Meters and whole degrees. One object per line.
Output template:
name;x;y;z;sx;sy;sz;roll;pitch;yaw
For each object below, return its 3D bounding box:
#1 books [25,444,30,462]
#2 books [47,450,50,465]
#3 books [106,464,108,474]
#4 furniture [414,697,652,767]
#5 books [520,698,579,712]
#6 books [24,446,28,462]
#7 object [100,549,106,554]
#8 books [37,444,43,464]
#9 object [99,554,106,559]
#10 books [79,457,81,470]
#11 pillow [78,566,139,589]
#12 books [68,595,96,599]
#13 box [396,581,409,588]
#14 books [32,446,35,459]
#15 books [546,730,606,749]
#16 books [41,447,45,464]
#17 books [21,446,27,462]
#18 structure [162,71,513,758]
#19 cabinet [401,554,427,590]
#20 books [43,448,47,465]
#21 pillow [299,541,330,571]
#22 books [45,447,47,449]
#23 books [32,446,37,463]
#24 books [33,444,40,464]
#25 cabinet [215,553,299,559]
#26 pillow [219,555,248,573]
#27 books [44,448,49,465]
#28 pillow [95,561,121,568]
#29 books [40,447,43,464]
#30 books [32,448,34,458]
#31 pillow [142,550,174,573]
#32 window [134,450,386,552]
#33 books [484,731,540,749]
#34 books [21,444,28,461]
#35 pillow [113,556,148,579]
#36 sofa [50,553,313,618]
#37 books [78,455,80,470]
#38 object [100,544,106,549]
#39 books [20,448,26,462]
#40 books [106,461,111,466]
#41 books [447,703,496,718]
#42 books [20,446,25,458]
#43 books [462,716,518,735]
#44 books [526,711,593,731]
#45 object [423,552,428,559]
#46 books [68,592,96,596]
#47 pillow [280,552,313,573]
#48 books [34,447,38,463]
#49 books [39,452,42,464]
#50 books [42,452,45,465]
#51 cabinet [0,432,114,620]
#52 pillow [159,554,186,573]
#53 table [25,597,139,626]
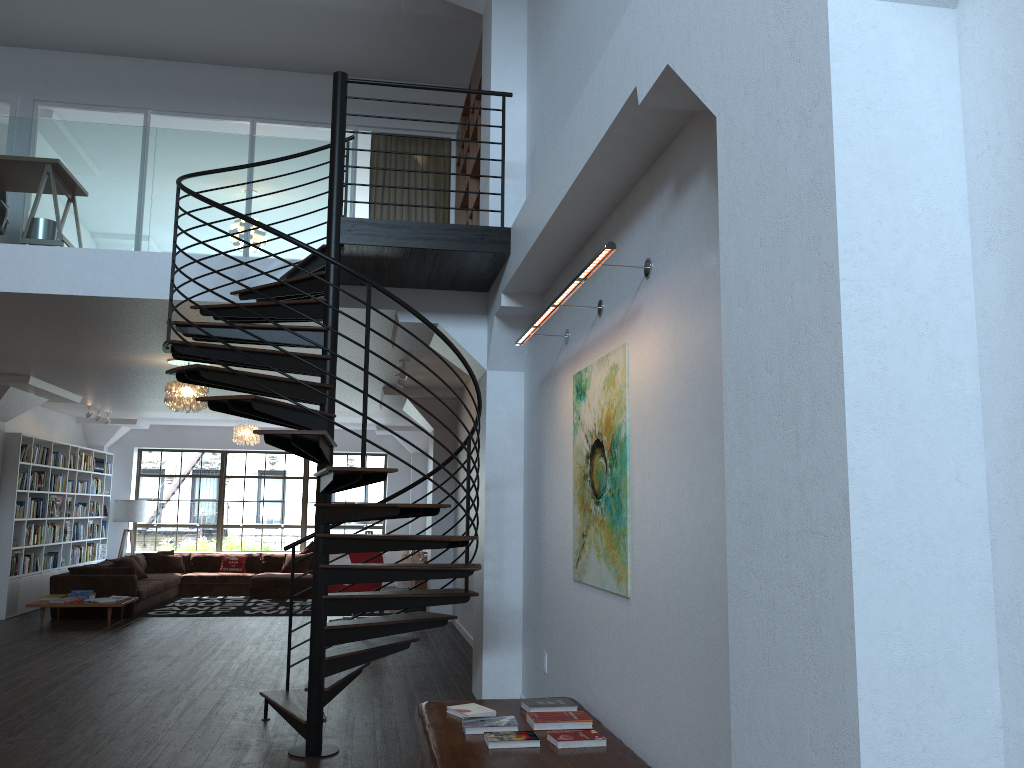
books;-6.683;0.946;12.083;0.170;0.251;0.118;2;-8;-9
books;-6.821;1.068;12.870;0.167;0.233;0.077;2;-8;-9
books;-7.322;1.518;15.876;0.134;0.184;0.030;2;-8;-9
furniture;0.059;1.811;4.004;0.907;0.453;1.819;2;-8;-9
books;0.189;1.641;4.517;0.254;0.044;0.183;3;-8;-15
books;-6.664;0.951;12.009;0.161;0.222;0.084;2;-8;-9
object;-7.388;2.961;15.657;0.331;0.088;0.410;2;-8;-9
books;-6.763;0.991;12.520;0.197;0.290;0.136;2;-8;-9
object;-7.388;3.049;15.645;0.331;0.088;0.410;2;-8;-9
books;-7.057;1.287;14.324;0.144;0.207;0.048;2;-8;-9
pillow;-5.479;2.656;12.056;0.750;0.364;0.289;2;-8;-10
books;-5.578;2.765;11.506;0.312;0.037;0.216;3;-9;-19
box;-2.079;3.772;16.823;0.228;0.165;0.368;2;-8;-9
books;-6.717;0.978;12.277;0.159;0.248;0.089;2;-8;-9
books;0.281;1.553;3.878;0.224;0.036;0.161;3;-8;-15
books;-6.764;1.025;12.622;0.182;0.253;0.098;2;-8;-9
books;-6.660;0.948;11.975;0.161;0.218;0.101;2;-8;-9
structure;-1.177;0.068;5.669;1.998;4.352;1.998;-7;-11;41
cabinet;-1.496;3.083;14.578;0.459;0.350;4.501;2;-8;-9
books;-6.783;1.041;12.705;0.174;0.243;0.085;2;-8;-9
pillow;-3.612;3.091;15.798;0.651;0.587;0.335;5;-9;-30
books;-6.814;1.037;12.756;0.180;0.265;0.103;2;-8;-9
books;-6.723;0.983;12.319;0.170;0.251;0.118;2;-8;-9
books;-6.748;0.982;12.460;0.176;0.293;0.125;2;-8;-9
cabinet;-4.724;3.456;16.428;1.520;0.625;0.350;2;-8;-9
pillow;-4.876;3.158;15.527;0.465;0.308;0.220;3;-8;-13
books;-6.801;1.049;12.805;0.182;0.255;0.077;2;-8;-9
pillow;-5.561;2.650;12.316;0.559;0.411;0.269;-5;-10;36
books;-6.761;1.022;12.589;0.159;0.248;0.089;2;-8;-9
books;-6.704;0.987;12.246;0.161;0.222;0.084;2;-8;-9
pillow;-6.053;3.078;15.292;0.580;0.418;0.334;7;-10;-36
window;-4.804;2.281;17.138;4.648;1.905;0.114;2;-8;-9
books;-0.001;1.546;3.858;0.224;0.032;0.161;2;-8;-9
books;-6.677;0.942;12.040;0.159;0.248;0.089;2;-8;-9
pillow;-5.904;2.866;13.690;0.325;0.391;0.625;0;-8;7
sofa;-4.712;3.077;13.922;3.481;0.664;4.197;2;-8;-9
books;-7.052;1.253;14.231;0.189;0.247;0.057;2;-8;-9
object;-7.394;2.874;15.669;0.316;0.088;0.410;2;-8;-9
books;-6.658;0.944;11.910;0.167;0.210;0.162;2;-8;-9
books;-7.351;1.520;16.058;0.140;0.231;0.042;2;-8;-9
books;-0.204;1.628;4.410;0.161;0.031;0.223;6;-10;-31
books;-6.634;0.929;11.823;0.182;0.215;0.188;2;-8;-9
books;-0.102;1.579;4.107;0.247;0.040;0.185;1;-8;-6
books;0.224;1.594;4.202;0.283;0.043;0.197;2;-8;-10
object;-1.497;2.956;15.312;0.089;0.110;0.089;-5;-10;35
books;-5.583;2.730;11.514;0.279;0.035;0.191;1;-8;1
pillow;-3.788;3.143;15.592;0.542;0.362;0.248;-1;-8;11
books;-6.729;0.994;12.371;0.174;0.242;0.105;2;-8;-9
books;-6.760;1.031;12.555;0.161;0.222;0.083;2;-8;-9
books;-6.782;1.029;12.666;0.182;0.255;0.077;2;-8;-9
cabinet;-7.120;2.145;13.753;0.461;2.414;4.500;2;-8;-9
pillow;-5.849;3.089;15.227;0.489;0.337;0.238;7;-11;-40
table;-5.423;2.883;11.230;1.100;0.271;0.853;2;-8;-9
